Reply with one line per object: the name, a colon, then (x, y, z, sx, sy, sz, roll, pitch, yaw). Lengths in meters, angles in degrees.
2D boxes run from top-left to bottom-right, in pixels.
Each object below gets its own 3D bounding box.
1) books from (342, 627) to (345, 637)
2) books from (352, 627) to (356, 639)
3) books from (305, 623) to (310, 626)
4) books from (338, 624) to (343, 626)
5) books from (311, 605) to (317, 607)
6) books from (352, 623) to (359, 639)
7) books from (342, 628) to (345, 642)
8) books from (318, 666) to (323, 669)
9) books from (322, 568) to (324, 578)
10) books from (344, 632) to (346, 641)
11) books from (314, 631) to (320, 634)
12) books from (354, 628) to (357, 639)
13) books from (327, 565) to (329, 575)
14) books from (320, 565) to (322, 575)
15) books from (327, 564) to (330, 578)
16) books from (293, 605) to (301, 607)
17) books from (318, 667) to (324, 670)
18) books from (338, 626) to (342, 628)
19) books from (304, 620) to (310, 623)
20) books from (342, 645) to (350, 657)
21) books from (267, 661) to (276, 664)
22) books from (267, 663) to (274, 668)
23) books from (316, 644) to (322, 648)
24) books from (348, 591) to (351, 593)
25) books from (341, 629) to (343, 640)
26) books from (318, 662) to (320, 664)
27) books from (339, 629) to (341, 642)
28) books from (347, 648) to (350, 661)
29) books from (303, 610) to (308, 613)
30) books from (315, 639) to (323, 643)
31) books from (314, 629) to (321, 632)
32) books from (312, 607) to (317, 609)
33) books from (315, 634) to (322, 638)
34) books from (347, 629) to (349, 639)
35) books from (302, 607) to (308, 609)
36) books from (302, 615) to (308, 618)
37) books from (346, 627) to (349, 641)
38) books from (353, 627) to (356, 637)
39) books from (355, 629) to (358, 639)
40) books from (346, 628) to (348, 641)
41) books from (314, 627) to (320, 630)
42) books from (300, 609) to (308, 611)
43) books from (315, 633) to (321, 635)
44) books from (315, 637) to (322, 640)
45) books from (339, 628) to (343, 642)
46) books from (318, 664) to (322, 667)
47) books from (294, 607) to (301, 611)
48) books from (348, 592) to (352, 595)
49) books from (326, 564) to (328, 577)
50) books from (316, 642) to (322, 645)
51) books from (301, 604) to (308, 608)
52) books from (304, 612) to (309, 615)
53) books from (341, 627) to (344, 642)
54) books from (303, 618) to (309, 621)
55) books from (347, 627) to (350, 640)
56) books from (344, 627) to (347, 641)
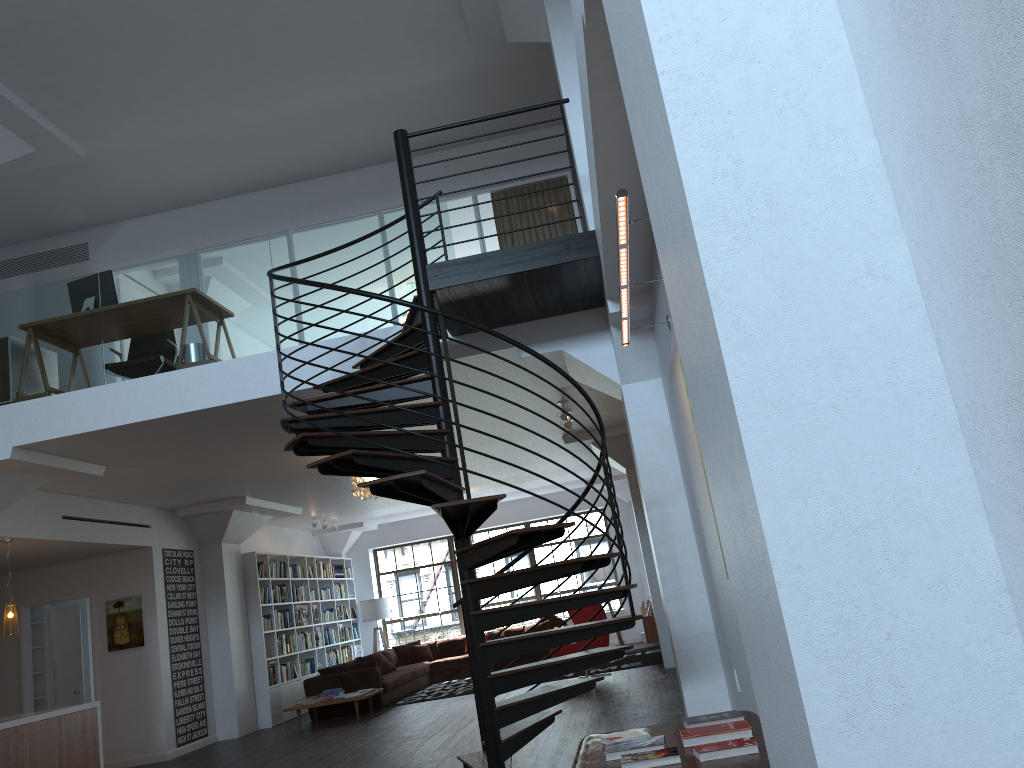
books: (-3.098, 4.520, 15.970, 0.160, 0.251, 0.036, -11, -14, 5)
books: (-3.012, 4.640, 16.488, 0.172, 0.235, 0.112, -11, -14, 5)
books: (-3.380, 3.889, 14.315, 0.171, 0.039, 0.246, -11, -14, 5)
books: (-3.157, 4.317, 15.822, 0.224, 0.030, 0.161, -13, -14, 15)
books: (-3.378, 3.702, 14.727, 0.224, 0.030, 0.161, -13, -14, 15)
books: (-2.988, 4.668, 16.739, 0.176, 0.290, 0.053, -11, -14, 5)
books: (-3.100, 4.514, 15.934, 0.171, 0.246, 0.036, -11, -14, 5)
books: (-3.262, 4.668, 14.561, 0.284, 0.033, 0.197, -7, -14, -9)
books: (-3.381, 3.296, 15.486, 0.161, 0.223, 0.026, -11, -14, 5)
books: (-3.105, 4.541, 16.009, 0.168, 0.231, 0.045, -11, -14, 5)
books: (-3.283, 4.127, 14.711, 0.161, 0.026, 0.223, -9, -14, -5)
books: (-2.998, 4.673, 16.582, 0.161, 0.213, 0.118, -11, -14, 5)
books: (-3.352, 3.347, 15.754, 0.174, 0.240, 0.045, -11, -14, 5)
books: (-3.391, 3.278, 15.408, 0.161, 0.223, 0.027, -11, -14, 5)
books: (-3.340, 3.348, 15.788, 0.160, 0.250, 0.026, -11, -14, 5)
books: (-3.465, 3.518, 13.985, 0.223, 0.027, 0.161, -13, -14, 14)
books: (-3.256, 4.701, 14.553, 0.284, 0.035, 0.197, -11, -14, 5)
books: (-3.153, 4.343, 15.807, 0.223, 0.031, 0.161, -11, -14, 5)
books: (-3.389, 3.851, 14.323, 0.160, 0.039, 0.251, -12, -14, 10)
books: (-3.003, 4.884, 16.014, 0.140, 0.298, 0.044, -11, -14, 5)
books: (-3.502, 3.978, 12.620, 0.223, 0.027, 0.161, -13, -14, 14)
books: (-3.501, 4.019, 12.634, 0.174, 0.045, 0.240, -9, -14, -5)
books: (-3.279, 4.347, 14.665, 0.246, 0.038, 0.171, -11, -14, 5)
books: (-3.165, 3.946, 16.734, 0.204, 0.025, 0.144, -19, -16, 34)
books: (-3.101, 4.501, 15.830, 0.161, 0.223, 0.030, -11, -14, 5)
books: (-3.272, 4.610, 14.577, 0.204, 0.025, 0.144, -11, -14, 5)
books: (-3.121, 4.479, 15.723, 0.161, 0.223, 0.030, -11, -14, 5)
books: (-3.023, 4.901, 15.961, 0.189, 0.247, 0.057, -11, -14, 5)
books: (-3.423, 3.700, 14.373, 0.161, 0.033, 0.223, -11, -14, 5)
books: (-3.294, 4.281, 14.709, 0.259, 0.040, 0.180, -11, -14, 5)
books: (-3.294, 4.107, 14.725, 0.208, 0.024, 0.144, -12, -14, 10)
books: (-3.374, 3.728, 14.712, 0.223, 0.031, 0.161, -11, -14, 5)
books: (-3.301, 4.195, 14.707, 0.253, 0.040, 0.183, -11, -14, 5)
books: (-3.056, 4.587, 16.178, 0.161, 0.221, 0.035, -11, -13, 5)
books: (-3.424, 3.649, 14.399, 0.144, 0.024, 0.208, -12, -14, 10)
books: (-3.412, 3.775, 14.352, 0.168, 0.045, 0.231, -10, -13, 0)
books: (-3.071, 4.559, 16.149, 0.160, 0.251, 0.039, -11, -14, 5)
books: (-3.008, 4.663, 16.546, 0.161, 0.218, 0.101, -11, -14, 5)
books: (-2.996, 4.686, 16.631, 0.161, 0.213, 0.146, -11, -14, 5)
books: (-3.068, 4.564, 16.111, 0.161, 0.223, 0.032, -11, -14, 5)
books: (-3.304, 4.075, 14.726, 0.185, 0.041, 0.129, -15, -14, 19)
books: (-3.439, 3.680, 14.404, 0.223, 0.027, 0.161, -9, -14, -5)
books: (-3.300, 4.162, 14.720, 0.223, 0.032, 0.161, -11, -14, 5)
books: (-3.289, 4.235, 14.704, 0.231, 0.044, 0.168, -10, -13, 0)
books: (-3.117, 4.473, 15.766, 0.174, 0.251, 0.051, -11, -14, 5)
books: (-3.271, 4.638, 14.572, 0.254, 0.032, 0.174, -12, -14, 10)
books: (-3.464, 3.560, 13.999, 0.174, 0.045, 0.240, -11, -13, 5)
books: (-3.158, 3.972, 16.723, 0.254, 0.032, 0.174, -21, -17, 39)
books: (-3.351, 3.323, 15.685, 0.183, 0.253, 0.034, -11, -14, 5)
books: (-3.287, 4.312, 14.676, 0.251, 0.037, 0.160, -12, -14, 10)
books: (-3.423, 3.615, 14.403, 0.129, 0.043, 0.185, -15, -14, 19)
books: (-3.412, 3.732, 14.358, 0.183, 0.042, 0.253, -11, -14, 5)
books: (-3.113, 4.499, 15.868, 0.183, 0.253, 0.039, -11, -14, 5)
books: (-3.420, 3.817, 14.330, 0.180, 0.042, 0.259, -11, -14, 5)
books: (-3.053, 4.597, 16.265, 0.168, 0.228, 0.139, -11, -14, 5)
books: (-3.084, 4.536, 16.051, 0.183, 0.253, 0.042, -11, -14, 5)
